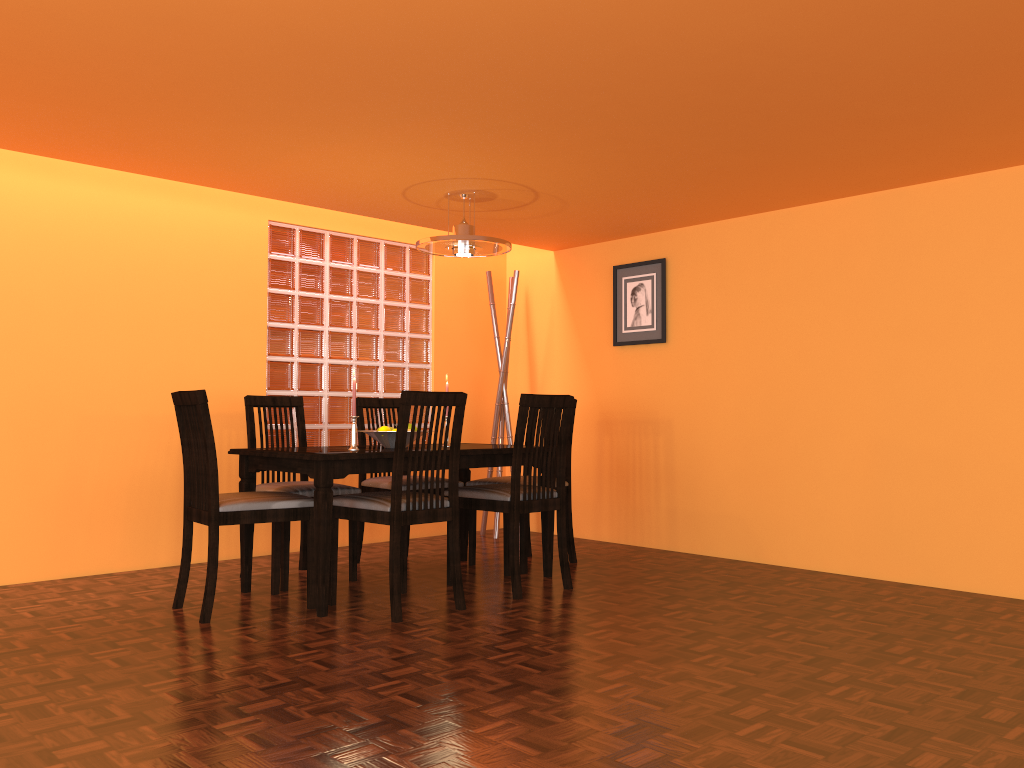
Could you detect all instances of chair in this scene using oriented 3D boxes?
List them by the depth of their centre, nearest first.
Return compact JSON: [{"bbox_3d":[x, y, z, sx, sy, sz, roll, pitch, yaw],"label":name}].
[{"bbox_3d":[-1.001,0.431,3.289,0.465,0.809,0.373,2,-3,-38],"label":"chair"},{"bbox_3d":[-0.418,0.434,3.313,0.373,0.809,0.465,2,-3,-43],"label":"chair"},{"bbox_3d":[0.002,0.450,3.708,0.373,0.809,0.465,2,-3,-43],"label":"chair"},{"bbox_3d":[-0.942,0.452,3.872,0.373,0.809,0.465,2,-3,-43],"label":"chair"},{"bbox_3d":[-0.522,0.468,4.267,0.373,0.809,0.465,2,-3,-43],"label":"chair"},{"bbox_3d":[0.070,0.470,4.285,0.373,0.809,0.465,-2,-3,42],"label":"chair"}]

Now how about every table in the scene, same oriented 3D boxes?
[{"bbox_3d":[-0.455,0.563,3.760,1.259,0.584,0.697,2,-3,-43],"label":"table"}]

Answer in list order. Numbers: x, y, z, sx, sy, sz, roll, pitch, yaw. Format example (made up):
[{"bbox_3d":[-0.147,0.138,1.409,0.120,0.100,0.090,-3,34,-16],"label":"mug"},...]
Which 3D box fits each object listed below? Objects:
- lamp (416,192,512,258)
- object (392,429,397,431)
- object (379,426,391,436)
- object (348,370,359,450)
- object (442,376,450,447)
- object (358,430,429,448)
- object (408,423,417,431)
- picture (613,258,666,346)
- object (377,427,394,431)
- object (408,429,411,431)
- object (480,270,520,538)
[{"bbox_3d":[-0.218,-0.721,4.025,0.435,0.274,0.435,1,-2,-21],"label":"lamp"},{"bbox_3d":[-0.478,0.208,3.678,0.055,0.046,0.046,0,-2,10],"label":"object"},{"bbox_3d":[-0.526,0.196,3.664,0.046,0.046,0.055,-1,-2,30],"label":"object"},{"bbox_3d":[-0.626,0.098,3.519,0.044,0.326,0.044,-1,-3,35],"label":"object"},{"bbox_3d":[-0.290,0.115,3.951,0.044,0.326,0.044,-1,-3,35],"label":"object"},{"bbox_3d":[-0.492,0.234,3.753,0.337,0.072,0.337,0,-2,13],"label":"object"},{"bbox_3d":[-0.441,0.200,3.806,0.069,0.066,0.069,2,-2,-33],"label":"object"},{"bbox_3d":[0.699,-0.444,4.885,0.014,0.456,0.361,2,-3,-43],"label":"picture"},{"bbox_3d":[-0.533,0.219,3.757,0.087,0.076,0.089,2,-3,-37],"label":"object"},{"bbox_3d":[-0.439,0.211,3.726,0.055,0.070,0.066,-1,-2,28],"label":"object"},{"bbox_3d":[-0.043,0.119,5.285,0.226,1.589,0.308,1,-2,-21],"label":"object"}]
